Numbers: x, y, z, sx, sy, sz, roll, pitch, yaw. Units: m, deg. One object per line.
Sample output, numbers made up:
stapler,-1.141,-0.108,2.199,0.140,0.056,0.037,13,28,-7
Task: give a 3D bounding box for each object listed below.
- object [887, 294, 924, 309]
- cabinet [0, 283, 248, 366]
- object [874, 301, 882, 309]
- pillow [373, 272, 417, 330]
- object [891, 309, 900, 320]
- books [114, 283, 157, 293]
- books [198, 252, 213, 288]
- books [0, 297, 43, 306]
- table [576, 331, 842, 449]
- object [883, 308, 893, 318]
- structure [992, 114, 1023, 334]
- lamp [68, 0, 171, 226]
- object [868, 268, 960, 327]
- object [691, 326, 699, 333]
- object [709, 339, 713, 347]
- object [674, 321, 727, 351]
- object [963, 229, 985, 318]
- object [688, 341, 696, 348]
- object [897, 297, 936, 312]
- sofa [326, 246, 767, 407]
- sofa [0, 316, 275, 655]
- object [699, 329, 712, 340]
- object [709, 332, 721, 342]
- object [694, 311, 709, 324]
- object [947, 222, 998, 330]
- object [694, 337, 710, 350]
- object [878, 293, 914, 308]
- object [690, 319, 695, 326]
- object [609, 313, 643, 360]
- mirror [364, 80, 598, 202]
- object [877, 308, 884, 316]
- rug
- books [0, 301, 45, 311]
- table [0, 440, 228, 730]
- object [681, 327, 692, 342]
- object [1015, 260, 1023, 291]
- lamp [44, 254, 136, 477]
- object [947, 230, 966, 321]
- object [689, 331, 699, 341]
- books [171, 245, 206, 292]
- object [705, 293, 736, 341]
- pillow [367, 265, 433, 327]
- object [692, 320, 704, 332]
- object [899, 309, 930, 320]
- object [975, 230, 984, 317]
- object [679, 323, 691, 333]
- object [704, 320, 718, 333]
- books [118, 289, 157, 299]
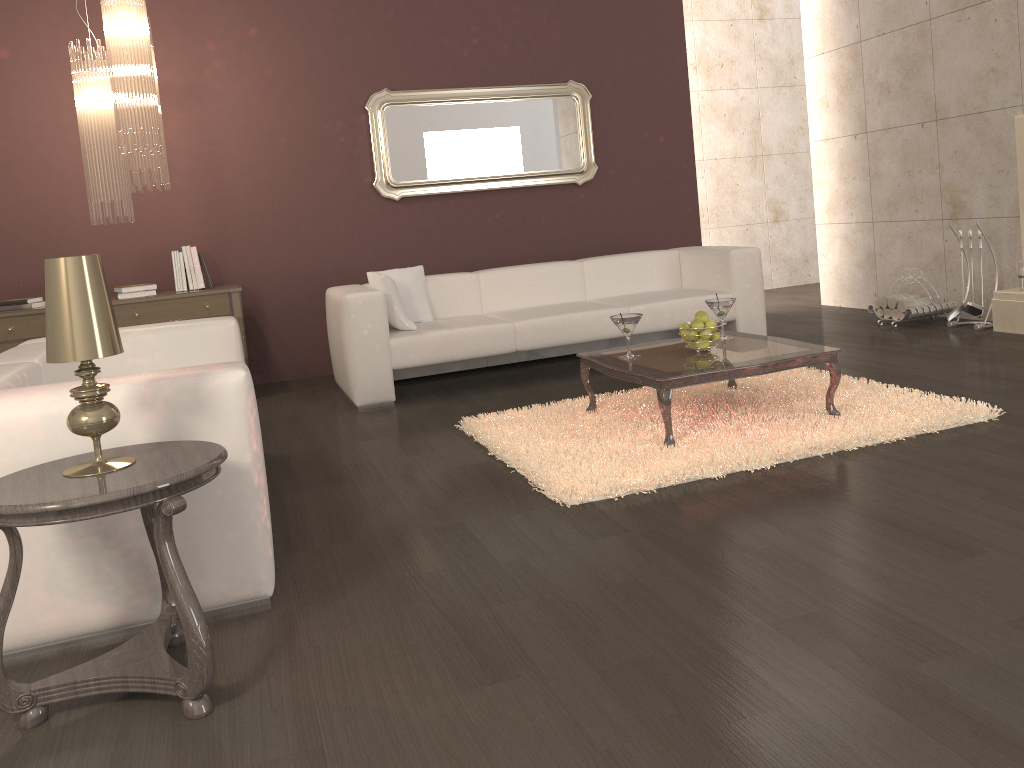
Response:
object,2.770,-0.580,6.189,0.253,0.076,0.080,-9,8,-18
cabinet,-2.467,-0.178,5.567,1.534,0.723,0.536,-8,7,-18
object,2.724,-0.585,6.329,0.253,0.057,0.057,-9,8,-18
pillow,-0.724,-0.503,5.338,0.186,0.354,0.379,-7,8,-19
object,2.786,-0.504,6.168,0.253,0.076,0.080,-9,8,-18
books,-2.389,-0.608,5.581,0.213,0.034,0.290,-12,12,-32
books,-2.002,-0.744,5.756,0.069,0.235,0.174,-7,6,-17
books,-3.017,-0.501,5.364,0.232,0.027,0.172,-5,10,2
table,0.862,0.003,3.981,0.918,0.299,0.913,-9,11,-19
object,2.775,-0.518,6.246,0.277,0.073,0.083,-9,8,-18
structure,3.501,-0.925,4.898,0.591,1.326,1.538,-7,8,-17
lamp,-2.234,-2.334,4.975,0.483,2.809,0.489,-4,4,19
object,2.825,-0.623,6.214,0.504,0.376,0.434,-8,8,-18
object,0.822,-0.250,3.925,0.045,0.043,0.046,2,10,43
object,0.881,-0.182,3.965,0.044,0.043,0.043,-7,8,-14
object,0.847,-0.208,3.949,0.233,0.117,0.237,-1,10,27
object,3.016,-0.721,5.777,0.136,0.582,0.070,-5,4,6
object,0.821,-0.185,3.976,0.055,0.054,0.055,-6,7,-7
object,2.806,-0.551,6.106,0.263,0.078,0.081,-9,8,-18
sofa,0.234,-0.457,5.797,2.794,0.644,0.952,-9,9,-18
sofa,-1.424,0.189,3.198,0.947,0.643,2.046,-8,10,-17
object,0.852,-0.220,3.881,0.054,0.051,0.054,-7,8,-13
object,0.905,-0.212,3.933,0.051,0.047,0.052,-9,8,-23
object,0.848,-0.296,3.939,0.062,0.063,0.063,-8,8,-18
object,3.022,-0.720,5.781,0.218,0.691,0.264,-7,5,-18
object,0.846,-0.182,3.917,0.069,0.063,0.068,-2,8,27
object,2.741,-0.596,6.270,0.253,0.082,0.082,-9,8,-18
object,0.831,-0.269,3.982,0.045,0.049,0.050,-6,7,-3
object,0.523,-0.226,3.979,0.152,0.214,0.152,-8,7,-25
mirror,-0.194,-1.848,6.640,1.790,0.817,0.047,-9,5,-18
object,2.739,-0.529,6.305,0.253,0.057,0.057,-9,8,-18
rug,0.866,0.151,3.971,2.006,0.066,1.524,-9,11,-18
books,-3.015,-0.476,5.388,0.275,0.031,0.204,-5,10,2
table,-0.892,0.445,2.022,0.512,0.516,0.531,-5,7,5
object,0.788,-0.223,3.940,0.066,0.065,0.067,0,9,39
object,3.169,-0.671,5.445,0.098,0.182,0.099,-3,6,25
lamp,-0.963,-0.048,1.993,0.159,0.479,0.161,-4,5,15
object,2.955,-0.724,5.867,0.125,0.597,0.117,-4,5,22
object,0.804,-0.214,3.895,0.046,0.045,0.044,-9,8,-26
books,-2.103,-0.755,5.725,0.179,0.287,0.205,-7,6,-18
object,1.012,-0.324,4.252,0.153,0.214,0.151,-11,8,-42
pillow,-0.715,-0.559,5.623,0.378,0.358,0.170,-8,6,-20
object,0.819,-0.255,3.880,0.054,0.051,0.054,-8,8,-17
object,2.803,-0.485,6.103,0.244,0.059,0.062,-9,8,-18
object,3.015,-0.716,5.693,0.107,0.560,0.027,-7,4,-25
object,0.784,-0.251,3.988,0.054,0.054,0.054,0,9,34
object,0.885,-0.254,3.915,0.057,0.061,0.063,1,10,41
books,-2.372,-0.573,5.572,0.226,0.035,0.310,-10,11,-22
